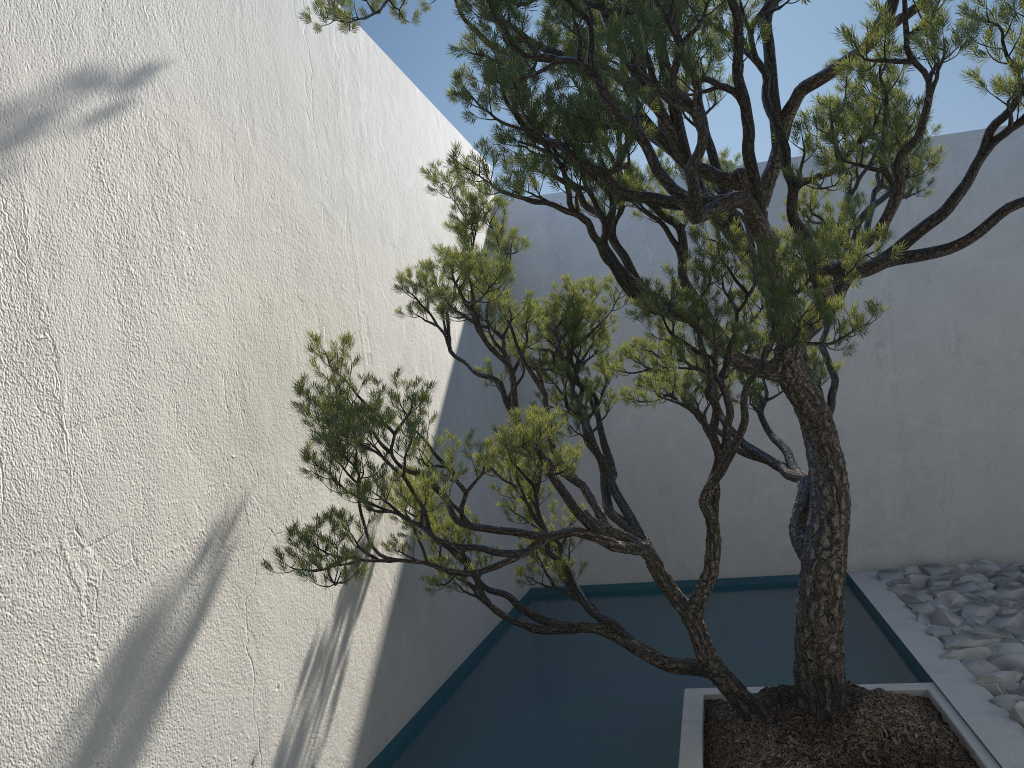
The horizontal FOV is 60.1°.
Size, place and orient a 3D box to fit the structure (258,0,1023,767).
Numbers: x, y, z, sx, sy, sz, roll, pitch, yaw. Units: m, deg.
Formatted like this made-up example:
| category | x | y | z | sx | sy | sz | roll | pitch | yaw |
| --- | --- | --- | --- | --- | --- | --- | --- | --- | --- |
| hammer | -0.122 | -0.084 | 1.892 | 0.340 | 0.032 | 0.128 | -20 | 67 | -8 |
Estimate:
| category | x | y | z | sx | sy | sz | roll | pitch | yaw |
| --- | --- | --- | --- | --- | --- | --- | --- | --- | --- |
| structure | 0.637 | -0.191 | 3.009 | 2.588 | 3.475 | 2.515 | -5 | 1 | 6 |
